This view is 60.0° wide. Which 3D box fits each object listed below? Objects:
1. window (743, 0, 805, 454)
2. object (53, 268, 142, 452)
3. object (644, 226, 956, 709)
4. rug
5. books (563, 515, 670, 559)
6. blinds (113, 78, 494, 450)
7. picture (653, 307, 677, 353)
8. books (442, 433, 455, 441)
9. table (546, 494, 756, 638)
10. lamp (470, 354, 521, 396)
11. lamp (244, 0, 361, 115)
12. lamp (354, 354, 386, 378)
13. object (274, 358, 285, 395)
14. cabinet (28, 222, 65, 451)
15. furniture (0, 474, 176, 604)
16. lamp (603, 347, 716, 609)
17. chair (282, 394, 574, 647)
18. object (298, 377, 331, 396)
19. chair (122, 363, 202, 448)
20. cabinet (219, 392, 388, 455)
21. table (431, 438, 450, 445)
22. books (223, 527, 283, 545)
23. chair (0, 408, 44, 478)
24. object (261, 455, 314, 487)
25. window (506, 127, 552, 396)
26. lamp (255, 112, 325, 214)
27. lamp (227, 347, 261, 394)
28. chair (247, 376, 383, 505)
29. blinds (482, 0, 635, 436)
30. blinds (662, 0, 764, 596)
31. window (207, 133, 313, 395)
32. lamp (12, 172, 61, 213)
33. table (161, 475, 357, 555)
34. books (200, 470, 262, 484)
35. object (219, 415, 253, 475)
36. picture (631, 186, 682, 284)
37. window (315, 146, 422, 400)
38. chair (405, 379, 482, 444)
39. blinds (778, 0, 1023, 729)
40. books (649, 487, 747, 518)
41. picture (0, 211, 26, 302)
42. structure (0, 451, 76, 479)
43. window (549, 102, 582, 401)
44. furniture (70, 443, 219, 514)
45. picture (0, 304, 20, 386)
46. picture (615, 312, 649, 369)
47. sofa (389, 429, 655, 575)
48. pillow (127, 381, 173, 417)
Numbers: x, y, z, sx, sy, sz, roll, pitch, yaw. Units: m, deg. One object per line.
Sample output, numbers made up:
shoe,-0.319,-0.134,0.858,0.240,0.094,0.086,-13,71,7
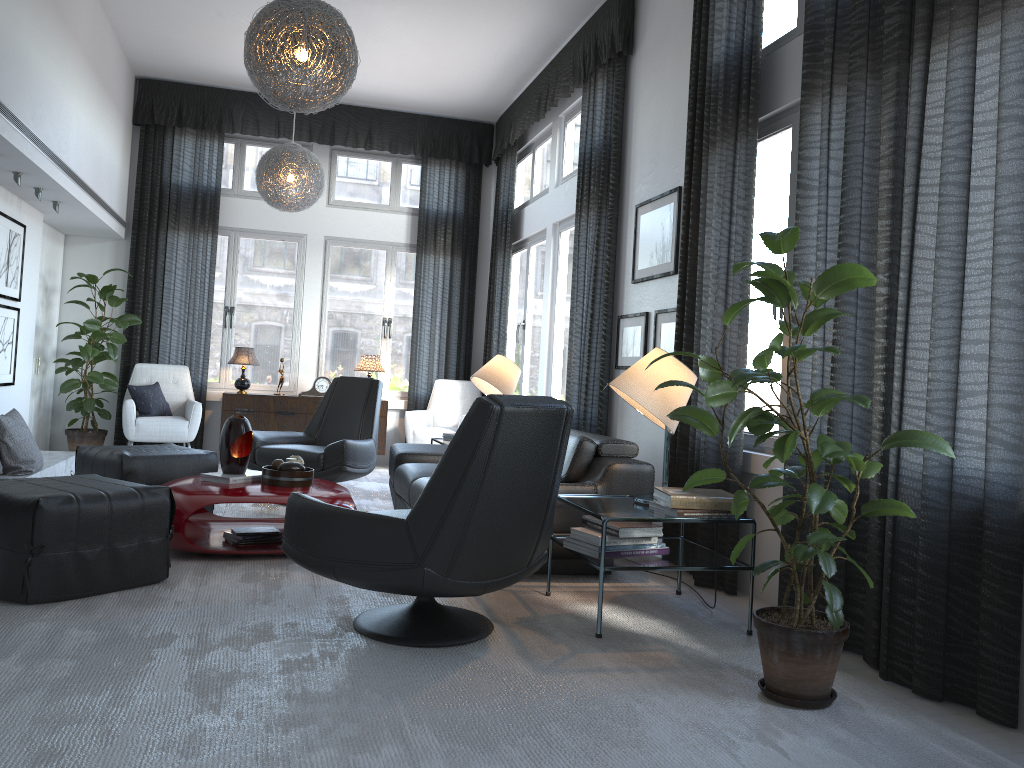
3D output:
window,1.192,-0.857,3.703,0.133,2.326,1.268,4,-1,-15
object,-3.358,-0.156,7.114,0.937,1.591,0.638,2,-2,30
object,0.774,0.223,2.583,0.784,1.333,0.535,3,-2,-5
rug,-0.794,0.792,3.979,2.952,0.032,7.768,3,0,-15
books,0.401,0.562,3.267,0.321,0.116,0.279,3,0,-30
blinds,-1.803,-0.930,8.031,3.210,3.282,0.188,3,-2,-15
picture,0.840,-0.237,4.672,0.020,0.327,0.427,4,-1,-15
books,-0.372,0.376,6.222,0.215,0.050,0.161,3,0,-43
table,0.507,0.669,3.369,0.593,0.411,0.593,3,0,-15
lamp,0.180,0.326,5.687,0.474,1.016,1.168,4,-1,-41
lamp,-0.926,-1.878,4.023,0.514,1.308,0.512,4,-2,-21
lamp,-1.276,-0.062,7.925,0.280,0.398,0.280,3,-1,11
object,-2.027,-0.065,7.752,0.096,0.325,0.096,4,-2,-16
cabinet,-3.823,-0.329,6.985,0.191,1.897,1.172,4,-1,-15
furniture,-1.712,0.565,3.395,0.599,0.378,0.613,3,0,34
lamp,0.661,0.364,3.903,0.475,1.016,1.166,3,-1,11
chair,-0.210,0.425,2.965,0.839,0.811,0.805,4,-1,-42
object,-1.676,0.025,7.829,0.406,0.181,0.180,3,-1,-15
chair,-2.900,0.250,7.319,0.593,0.824,0.613,4,-1,-25
cabinet,-1.830,0.414,7.815,1.398,0.613,0.386,3,-1,-15
table,-0.230,0.610,6.107,0.593,0.411,0.593,3,0,-15
books,-1.250,0.734,4.306,0.272,0.054,0.204,3,0,-39
chair,-2.955,0.339,5.061,0.390,0.432,1.336,3,0,-15
object,-1.074,0.415,4.251,0.243,0.133,0.242,3,0,22
window,0.138,-0.941,7.617,0.133,2.326,1.267,4,-1,-15
lamp,-1.642,-1.935,6.673,0.512,1.308,0.514,4,-2,-21
lamp,-2.318,-0.117,7.646,0.280,0.398,0.280,3,-1,11
chair,-1.218,0.350,5.786,0.841,0.811,0.803,3,-1,23
blinds,0.175,-0.813,6.900,0.188,3.281,3.211,4,-1,-15
blinds,1.236,-0.728,2.962,0.188,3.281,3.211,4,-1,-15
window,-2.513,-1.090,7.979,1.267,2.326,0.133,4,-2,-15
lamp,-2.530,-1.145,3.946,0.053,0.081,4.253,3,0,-15
table,-1.245,0.617,4.292,0.941,0.301,0.939,3,0,-15
books,-1.318,0.449,4.290,0.201,0.030,0.306,3,0,30
object,-1.337,0.292,4.289,0.151,0.280,0.153,3,-2,25
picture,0.802,-0.818,4.953,0.020,0.467,0.588,4,-1,-15
window,-1.146,-1.017,8.346,1.267,2.326,0.133,4,-2,-15
chair,-0.590,0.374,7.923,0.594,0.824,0.612,3,-1,15
blinds,1.237,-0.645,2.925,0.114,3.115,1.080,4,-2,-18
books,0.684,0.441,3.297,0.320,0.075,0.278,3,0,-11
picture,-3.226,-0.809,5.640,0.020,0.523,0.791,4,0,-15
structure,-2.423,0.633,3.011,0.393,0.135,7.207,3,0,-15
window,0.507,-0.912,6.247,0.133,2.326,1.268,4,-1,-15
furniture,-2.038,0.537,4.918,0.614,0.378,0.598,3,0,39
picture,-3.257,-0.244,5.621,0.020,0.523,0.791,4,0,-15
picture,0.699,-0.248,5.194,0.020,0.327,0.427,4,-1,-15
sofa,-0.070,0.519,4.635,0.936,0.617,1.904,3,0,-15
pillow,-2.976,0.128,7.297,0.253,0.296,0.356,3,-1,12
